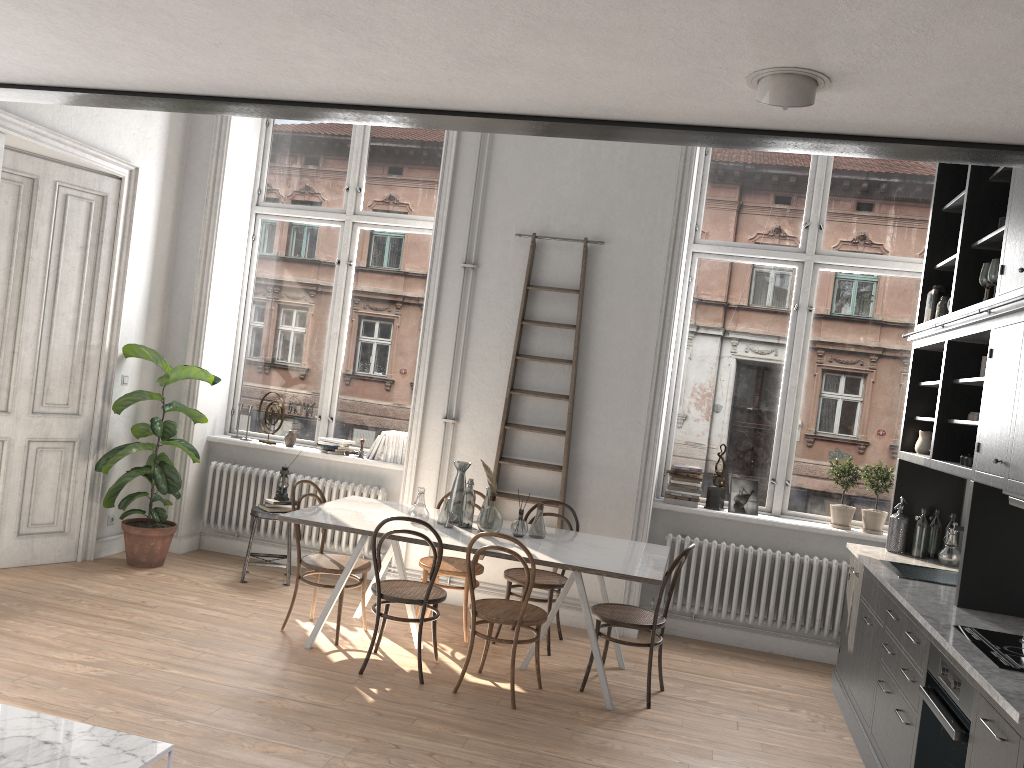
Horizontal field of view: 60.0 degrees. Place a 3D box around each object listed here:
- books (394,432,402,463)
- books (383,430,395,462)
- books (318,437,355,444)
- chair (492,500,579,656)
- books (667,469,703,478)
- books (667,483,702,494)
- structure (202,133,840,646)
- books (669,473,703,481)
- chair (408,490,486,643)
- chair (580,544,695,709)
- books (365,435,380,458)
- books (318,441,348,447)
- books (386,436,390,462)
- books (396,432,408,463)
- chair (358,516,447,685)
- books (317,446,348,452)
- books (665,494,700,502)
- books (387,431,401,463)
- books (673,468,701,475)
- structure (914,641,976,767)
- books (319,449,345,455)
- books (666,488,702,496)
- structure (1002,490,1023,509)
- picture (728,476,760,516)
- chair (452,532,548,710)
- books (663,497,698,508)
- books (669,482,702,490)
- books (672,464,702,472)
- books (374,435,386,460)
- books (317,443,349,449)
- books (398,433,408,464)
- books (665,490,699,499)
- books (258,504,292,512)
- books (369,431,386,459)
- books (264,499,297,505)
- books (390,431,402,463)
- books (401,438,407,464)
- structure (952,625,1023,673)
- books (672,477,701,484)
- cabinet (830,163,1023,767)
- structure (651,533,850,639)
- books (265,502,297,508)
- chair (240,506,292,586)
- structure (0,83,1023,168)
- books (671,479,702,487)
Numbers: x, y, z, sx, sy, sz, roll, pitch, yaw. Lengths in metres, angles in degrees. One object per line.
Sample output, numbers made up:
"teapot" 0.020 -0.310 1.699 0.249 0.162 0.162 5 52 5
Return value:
"books" -0.895 0.506 7.104 0.019 0.244 0.174 7 1 12
"books" -0.982 0.496 7.127 0.024 0.243 0.175 7 1 12
"books" -1.422 0.460 7.195 0.243 0.019 0.174 7 1 22
"chair" 0.182 1.263 5.924 0.437 0.921 0.549 7 1 19
"books" 1.287 0.667 6.596 0.231 0.023 0.162 7 1 28
"books" 1.282 0.779 6.600 0.245 0.028 0.193 7 1 7
"structure" 0.230 -0.527 6.602 5.180 4.474 0.340 7 1 12
"books" 1.292 0.689 6.595 0.243 0.019 0.174 7 1 12
"chair" -0.390 1.191 5.969 0.438 0.921 0.549 7 1 10
"chair" 0.730 1.339 5.157 0.549 0.921 0.438 8 1 25
"books" -1.097 0.504 7.134 0.105 0.194 0.155 7 1 11
"books" -1.448 0.482 7.179 0.205 0.020 0.155 7 0 2
"books" -0.963 0.517 7.102 0.020 0.205 0.155 7 1 12
"books" -0.874 0.509 7.104 0.024 0.243 0.175 7 1 12
"chair" -0.597 1.173 5.052 0.438 0.921 0.549 7 1 8
"books" -1.455 0.524 7.194 0.205 0.022 0.155 7 1 32
"books" 1.262 0.840 6.587 0.249 0.023 0.175 7 1 8
"books" -0.942 0.501 7.087 0.024 0.243 0.175 7 1 12
"books" 1.303 0.647 6.593 0.205 0.020 0.155 7 1 12
"structure" 1.898 1.404 3.318 0.618 0.623 0.622 7 1 12
"books" -1.463 0.546 7.199 0.147 0.023 0.221 7 1 -29
"books" 1.280 0.800 6.599 0.255 0.014 0.192 7 1 15
"structure" 2.154 0.450 3.279 0.379 0.123 0.844 7 1 12
"picture" 1.701 0.825 6.551 0.221 0.264 0.149 7 1 -4
"chair" -0.038 1.244 4.893 0.437 0.921 0.549 8 1 23
"books" 1.256 0.872 6.589 0.248 0.043 0.192 7 1 12
"books" 1.289 0.755 6.594 0.205 0.022 0.155 7 1 26
"books" 1.302 0.625 6.603 0.201 0.024 0.159 7 1 2
"books" -1.035 0.509 7.118 0.072 0.203 0.155 7 1 12
"books" -1.451 0.503 7.192 0.221 0.023 0.147 7 1 28
"books" -0.858 0.511 7.078 0.019 0.244 0.174 7 1 12
"books" 1.265 0.817 6.586 0.249 0.023 0.175 7 1 13
"books" -1.760 0.934 6.693 0.246 0.034 0.194 7 1 -37
"books" -1.057 0.489 7.121 0.100 0.235 0.174 7 1 12
"books" -1.740 0.887 6.693 0.147 0.027 0.221 8 1 44
"books" -0.918 0.504 7.091 0.019 0.244 0.174 7 1 12
"books" -0.838 0.533 7.074 0.020 0.205 0.155 7 1 12
"structure" 1.954 1.012 3.311 0.427 0.011 0.592 7 1 12
"books" 1.295 0.710 6.593 0.205 0.022 0.155 7 1 7
"cabinet" 2.228 0.195 4.065 0.635 3.583 3.251 7 1 12
"structure" 1.813 1.442 6.312 1.577 0.552 0.194 7 1 12
"books" -1.745 0.909 6.693 0.232 0.029 0.162 7 1 -17
"chair" -1.818 1.204 6.669 0.364 0.523 0.360 7 1 -14
"structure" -1.027 -1.459 0.717 5.925 1.213 4.158 7 1 12
"books" 1.296 0.732 6.598 0.222 0.024 0.158 7 1 12
